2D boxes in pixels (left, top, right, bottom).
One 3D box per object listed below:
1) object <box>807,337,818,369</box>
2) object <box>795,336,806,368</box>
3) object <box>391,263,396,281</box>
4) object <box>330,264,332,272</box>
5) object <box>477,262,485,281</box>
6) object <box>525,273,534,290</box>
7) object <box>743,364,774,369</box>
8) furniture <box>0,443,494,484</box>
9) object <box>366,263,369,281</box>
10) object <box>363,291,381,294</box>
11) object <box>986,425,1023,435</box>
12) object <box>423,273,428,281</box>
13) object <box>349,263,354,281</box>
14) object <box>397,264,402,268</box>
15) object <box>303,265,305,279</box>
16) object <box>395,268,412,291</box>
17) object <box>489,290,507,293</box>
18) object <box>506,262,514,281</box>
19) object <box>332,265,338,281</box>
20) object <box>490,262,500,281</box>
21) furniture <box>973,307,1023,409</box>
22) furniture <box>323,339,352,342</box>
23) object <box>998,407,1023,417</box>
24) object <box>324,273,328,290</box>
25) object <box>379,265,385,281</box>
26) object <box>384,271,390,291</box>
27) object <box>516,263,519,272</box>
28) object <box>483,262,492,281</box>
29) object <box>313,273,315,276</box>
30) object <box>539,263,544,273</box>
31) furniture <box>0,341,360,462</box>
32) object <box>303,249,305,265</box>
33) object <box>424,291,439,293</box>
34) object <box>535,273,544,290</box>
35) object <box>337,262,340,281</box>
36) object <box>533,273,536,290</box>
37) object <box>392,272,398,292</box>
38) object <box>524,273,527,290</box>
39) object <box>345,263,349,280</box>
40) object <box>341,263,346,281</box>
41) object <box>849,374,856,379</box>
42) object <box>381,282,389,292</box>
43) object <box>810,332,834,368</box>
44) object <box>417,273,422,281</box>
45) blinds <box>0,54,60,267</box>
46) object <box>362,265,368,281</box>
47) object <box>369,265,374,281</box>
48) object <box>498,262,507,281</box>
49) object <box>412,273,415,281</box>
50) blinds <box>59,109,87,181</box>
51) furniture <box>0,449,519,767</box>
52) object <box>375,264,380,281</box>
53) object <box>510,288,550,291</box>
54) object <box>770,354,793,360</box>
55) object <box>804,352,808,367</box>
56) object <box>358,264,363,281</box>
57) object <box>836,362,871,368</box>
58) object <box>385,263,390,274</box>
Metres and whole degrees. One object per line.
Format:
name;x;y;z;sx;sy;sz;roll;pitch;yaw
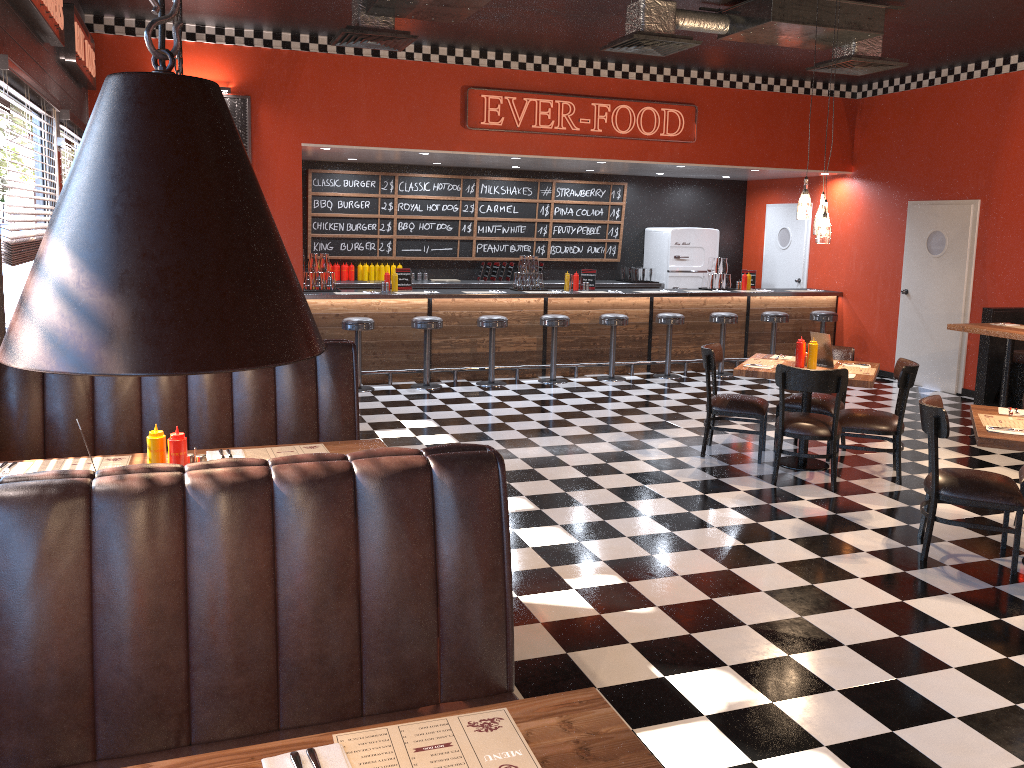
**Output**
object;2.244;-0.231;6.611;0.068;0.236;0.068;1;8;-5
object;2.173;-0.243;6.672;0.068;0.236;0.068;5;9;22
object;-1.599;-1.515;11.956;0.068;0.236;0.068;-1;8;-18
object;-2.399;-1.485;11.683;0.068;0.236;0.068;-1;8;-18
object;-0.434;-1.566;12.336;0.070;0.256;0.190;0;9;-13
object;0.216;-1.237;10.731;0.105;0.207;0.106;5;9;25
object;1.875;-0.136;6.655;0.255;0.019;0.158;7;12;28
furniture;-0.983;0.718;2.701;1.710;1.147;0.710;-2;9;-20
object;-1.945;-1.502;11.840;0.068;0.236;0.068;-1;8;-18
object;-1.564;-1.020;9.834;0.157;0.019;0.256;-3;11;-24
object;2.637;0.242;4.660;0.255;0.019;0.158;6;11;24
object;-1.178;-1.474;12.076;0.047;0.135;0.094;-2;9;-25
object;-2.122;-1.486;11.729;0.068;0.236;0.068;-1;8;-18
object;-1.519;-1.518;11.985;0.068;0.236;0.068;-1;8;-18
object;-2.677;-1.402;11.263;0.105;0.207;0.106;-4;10;-35
object;-1.252;-1.210;10.257;0.188;0.255;0.073;-4;9;-30
object;-0.172;-1.085;10.378;0.157;0.019;0.256;-3;11;-24
object;-0.031;-1.582;12.477;0.070;0.257;0.190;-1;9;-17
object;-2.321;-1.472;11.622;0.068;0.236;0.068;-6;11;-42
object;-0.240;-1.573;12.401;0.072;0.255;0.189;-2;9;-25
furniture;6.458;0.554;4.599;1.104;1.142;8.812;-2;11;-20
furniture;-1.796;0.297;4.925;1.710;1.147;0.710;-2;9;-20
object;2.912;0.162;5.141;0.158;0.019;0.256;7;11;27
object;-2.073;-1.163;10.019;0.105;0.207;0.106;-4;10;-35
object;-1.740;-1.501;11.859;0.068;0.236;0.068;-6;11;-43
object;-1.427;-1.181;10.131;0.068;0.236;0.068;-1;8;-18
object;0.076;-1.586;12.516;0.072;0.255;0.189;0;9;-10
object;-0.345;-1.568;12.362;0.073;0.258;0.193;-1;9;-17
object;-2.559;-1.469;11.575;0.068;0.236;0.068;-6;11;-42
object;0.392;-1.599;12.630;0.072;0.255;0.189;-1;9;-15
furniture;-1.556;0.421;4.268;1.710;1.147;0.710;-2;9;-20
object;-2.690;-1.618;11.289;0.105;0.207;0.106;-4;10;-35
object;-0.917;-1.050;10.084;0.157;0.019;0.257;-1;11;-14
object;0.334;-1.241;10.766;0.105;0.207;0.106;5;9;25
object;-2.307;-1.488;11.712;0.068;0.236;0.068;-1;8;-18
object;0.283;-1.261;10.871;0.105;0.207;0.106;5;9;25
object;-1.334;-1.172;10.089;0.068;0.236;0.068;-1;8;-18
object;0.172;-1.256;10.830;0.105;0.207;0.106;5;9;25
object;-2.203;-1.496;11.773;0.068;0.236;0.068;-1;8;-18
object;-2.220;-1.479;11.676;0.068;0.236;0.068;-1;8;-18
object;2.380;-0.070;6.354;0.158;0.019;0.256;6;11;25
object;-1.435;-1.108;10.013;0.094;0.135;0.047;4;8;15
object;2.362;-0.262;6.748;0.072;0.255;0.189;-3;10;-30
object;-1.264;-1.479;12.088;0.047;0.135;0.094;5;9;25
blinds;-2.827;-1.253;5.231;0.099;1.033;1.881;-1;10;-20
object;-1.949;-1.484;11.739;0.068;0.236;0.068;-6;11;-43
object;-1.871;-1.499;11.829;0.068;0.236;0.068;-2;9;-21
object;-0.135;-1.578;12.440;0.072;0.255;0.189;-1;9;-15
object;-1.367;-1.473;12.043;0.094;0.135;0.047;4;8;15
blinds;-3.647;-1.381;7.496;0.099;1.625;1.880;-1;10;-20
furniture;-0.743;0.842;2.044;1.710;1.147;0.710;-2;9;-20
object;-1.811;-1.510;11.899;0.068;0.236;0.068;-6;11;-43
object;0.208;-1.153;10.805;0.437;0.018;0.274;-2;11;-20
object;2.170;-0.217;7.143;0.158;0.019;0.256;7;12;27
object;2.253;-0.200;6.733;0.047;0.135;0.094;-3;10;-30
object;-2.022;-1.496;11.795;0.068;0.236;0.068;-6;11;-42
object;2.633;-0.151;6.835;0.255;0.019;0.158;5;11;19
object;-1.676;-1.510;11.918;0.068;0.236;0.068;-2;9;-22
